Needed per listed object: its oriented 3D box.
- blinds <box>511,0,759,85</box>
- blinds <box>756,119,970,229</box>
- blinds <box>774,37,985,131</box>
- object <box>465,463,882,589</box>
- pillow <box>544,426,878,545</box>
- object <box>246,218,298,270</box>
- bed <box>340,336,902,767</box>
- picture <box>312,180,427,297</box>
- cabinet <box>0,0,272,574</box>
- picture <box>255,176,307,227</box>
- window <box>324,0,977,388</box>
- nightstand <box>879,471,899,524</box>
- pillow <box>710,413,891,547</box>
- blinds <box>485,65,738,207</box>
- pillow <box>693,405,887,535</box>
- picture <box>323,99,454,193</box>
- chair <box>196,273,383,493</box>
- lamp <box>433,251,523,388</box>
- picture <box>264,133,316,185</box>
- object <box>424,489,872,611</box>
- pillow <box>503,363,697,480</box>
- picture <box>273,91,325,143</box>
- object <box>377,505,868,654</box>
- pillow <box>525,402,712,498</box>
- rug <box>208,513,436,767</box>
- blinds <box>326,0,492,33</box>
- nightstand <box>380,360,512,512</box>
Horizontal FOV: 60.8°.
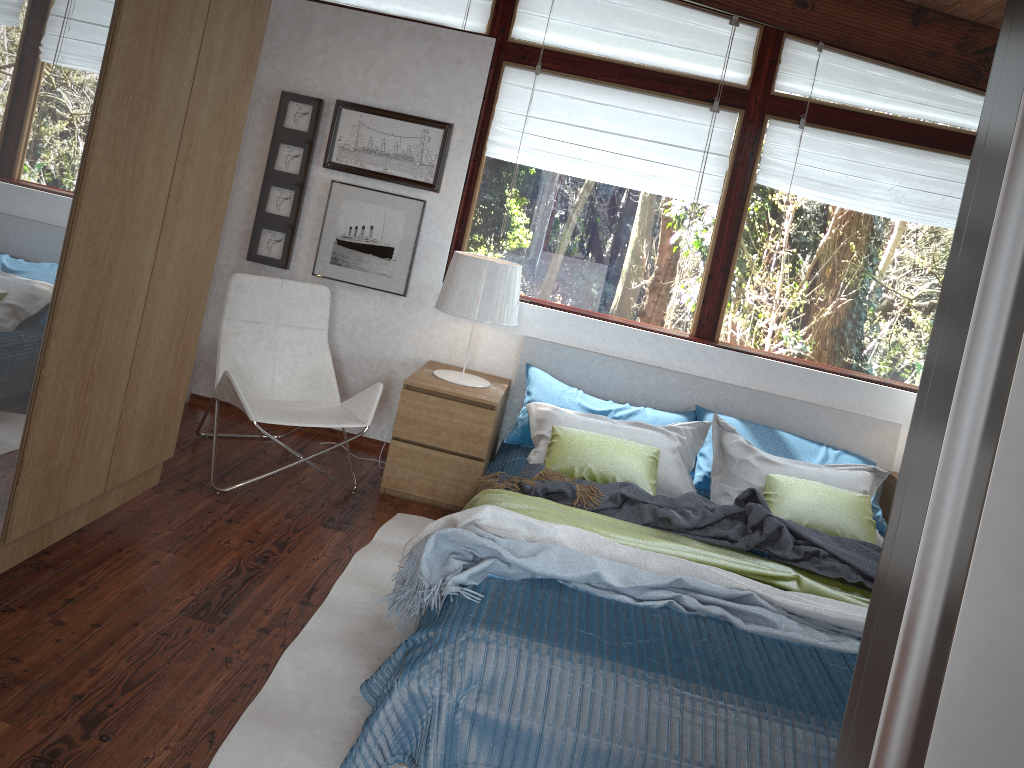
[{"bbox_3d":[0.643,-1.861,4.487,1.245,0.421,0.032,13,1,6],"label":"blinds"},{"bbox_3d":[2.540,-1.004,4.284,2.570,0.654,0.054,13,1,6],"label":"blinds"},{"bbox_3d":[1.957,-1.478,4.355,1.245,0.275,0.032,13,1,6],"label":"blinds"},{"bbox_3d":[0.834,0.600,3.107,2.146,0.403,0.632,15,8,14],"label":"object"},{"bbox_3d":[0.815,0.421,3.606,1.383,0.218,0.314,13,8,5],"label":"pillow"},{"bbox_3d":[-1.246,-0.727,4.527,0.223,0.224,0.040,13,1,5],"label":"object"},{"bbox_3d":[0.826,0.578,3.085,2.147,0.761,2.608,13,10,5],"label":"bed"},{"bbox_3d":[-0.735,-0.747,4.474,0.506,0.503,0.043,13,1,6],"label":"picture"},{"bbox_3d":[-1.361,-0.684,2.031,0.585,2.386,2.223,13,5,3],"label":"cabinet"},{"bbox_3d":[-1.198,-0.945,4.521,0.223,0.224,0.040,13,1,5],"label":"picture"},{"bbox_3d":[0.873,-0.405,0.351,5.284,1.913,8.414,13,10,4],"label":"window"},{"bbox_3d":[1.928,0.780,3.900,0.429,0.537,0.615,13,6,4],"label":"nightstand"},{"bbox_3d":[1.256,0.434,3.748,0.852,0.389,0.365,12,5,0],"label":"pillow"},{"bbox_3d":[0.510,-1.278,4.484,1.239,0.493,0.054,13,1,6],"label":"blinds"},{"bbox_3d":[1.287,0.389,4.067,0.922,0.316,0.371,13,7,3],"label":"pillow"},{"bbox_3d":[-0.638,-1.220,4.470,0.628,0.361,0.042,13,1,6],"label":"picture"},{"bbox_3d":[-1.000,-0.020,3.860,0.688,0.792,0.821,9,7,-35],"label":"chair"},{"bbox_3d":[-0.174,-0.309,4.132,0.406,0.585,0.409,13,4,2],"label":"lamp"},{"bbox_3d":[-1.150,-1.163,4.514,0.223,0.224,0.040,13,1,5],"label":"picture"},{"bbox_3d":[0.728,0.775,2.899,2.106,0.445,0.497,13,6,1],"label":"object"},{"bbox_3d":[0.449,0.182,4.151,0.914,0.327,0.351,13,6,3],"label":"pillow"},{"bbox_3d":[-1.102,-1.381,4.507,0.223,0.224,0.040,13,1,5],"label":"picture"},{"bbox_3d":[0.672,0.776,2.541,2.155,0.374,0.544,13,8,1],"label":"object"},{"bbox_3d":[0.457,0.280,3.839,0.873,0.356,0.479,13,7,0],"label":"pillow"},{"bbox_3d":[0.716,1.004,2.606,2.720,0.048,1.825,13,11,4],"label":"rug"},{"bbox_3d":[-0.576,-2.221,4.608,1.035,0.561,0.032,13,1,6],"label":"blinds"},{"bbox_3d":[-0.297,0.244,4.121,0.429,0.537,0.615,13,6,4],"label":"nightstand"}]
